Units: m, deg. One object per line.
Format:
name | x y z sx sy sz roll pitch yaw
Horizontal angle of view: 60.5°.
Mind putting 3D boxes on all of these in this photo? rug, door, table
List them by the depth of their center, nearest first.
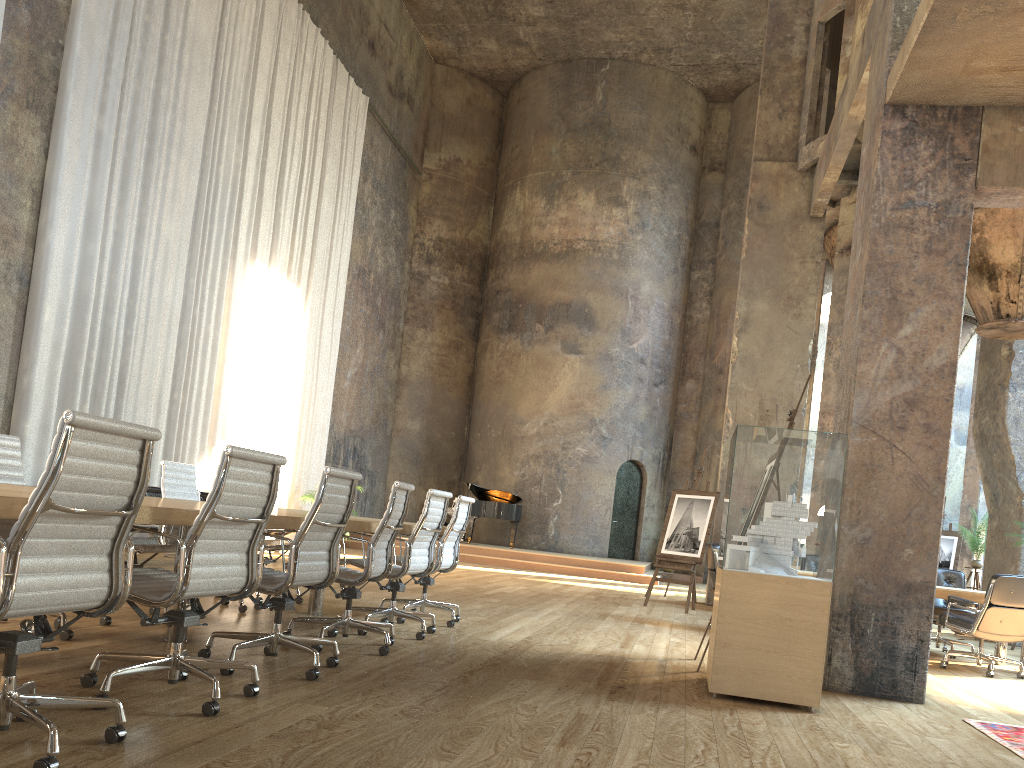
table | -1.984 0.902 4.120 1.597 0.752 7.812 5 -9 12
rug | 3.698 1.933 4.253 2.456 0.009 1.363 4 -9 12
table | 3.829 2.292 8.560 2.404 0.695 1.118 5 -7 12
door | 2.578 2.873 20.143 0.910 2.282 0.091 8 -2 -30

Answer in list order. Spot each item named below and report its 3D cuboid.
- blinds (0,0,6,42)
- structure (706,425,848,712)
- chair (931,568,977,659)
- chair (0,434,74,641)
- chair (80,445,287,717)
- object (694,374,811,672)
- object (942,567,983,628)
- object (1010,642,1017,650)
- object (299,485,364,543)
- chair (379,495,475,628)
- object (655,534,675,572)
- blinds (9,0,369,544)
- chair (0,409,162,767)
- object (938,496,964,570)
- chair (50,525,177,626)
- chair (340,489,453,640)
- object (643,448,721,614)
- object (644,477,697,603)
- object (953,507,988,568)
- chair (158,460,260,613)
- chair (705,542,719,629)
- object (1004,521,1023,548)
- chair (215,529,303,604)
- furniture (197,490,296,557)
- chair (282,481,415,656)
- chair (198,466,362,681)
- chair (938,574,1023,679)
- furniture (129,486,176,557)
blinds | -5.667 -3.468 4.563 0.274 8.584 7.919 6 -5 13
structure | 1.546 1.082 5.244 0.593 1.537 0.750 6 -3 12
chair | 4.487 2.374 9.207 0.727 0.886 0.831 5 -5 13
chair | -2.551 0.780 4.570 0.696 1.019 0.673 5 -4 20
chair | -1.342 0.748 3.527 0.696 1.019 0.673 5 -4 20
object | 1.729 0.971 6.129 0.683 2.133 0.707 6 -2 11
object | 6.955 3.247 13.188 0.657 0.966 0.576 6 -3 6
object | 6.545 2.804 10.709 0.666 0.966 0.569 10 -5 -42
object | -3.171 2.253 15.526 1.091 1.447 1.139 6 -4 3
chair | -0.692 1.377 6.999 0.696 1.019 0.673 5 -4 17
object | 3.715 3.855 20.296 0.908 0.984 0.919 4 -5 23
blinds | -3.991 -1.923 13.039 0.274 8.584 7.919 6 -5 13
chair | -1.514 0.587 2.645 0.696 1.019 0.673 5 -4 17
object | 6.949 2.877 14.391 0.698 2.133 0.692 5 -3 41
chair | -2.380 0.941 5.452 0.696 1.019 0.673 5 -4 17
chair | -0.825 1.225 6.145 0.696 1.019 0.673 5 -4 20
object | 2.262 1.843 11.199 0.698 2.133 0.691 4 -3 44
object | 2.526 2.173 13.072 0.681 2.133 0.709 5 -3 38
object | 7.010 2.309 13.248 0.685 0.933 0.870 4 -6 32
chair | -2.204 1.105 6.352 0.697 1.019 0.673 5 -4 15
chair | 2.327 2.081 8.881 0.819 0.886 0.737 6 -5 8
object | 6.513 1.868 10.840 0.856 0.934 0.696 5 -4 14
chair | 0.737 1.488 6.661 12.917 1.023 31.902 4 -9 12
furniture | -3.539 1.950 11.990 0.706 0.835 1.895 5 -8 12
chair | -0.982 1.072 5.303 0.697 1.019 0.672 6 -4 11
chair | -1.169 0.905 4.390 0.696 1.019 0.673 5 -4 17
chair | 4.203 2.114 7.785 0.732 0.886 0.825 8 -5 -14
furniture | -4.002 1.524 9.648 0.706 0.835 1.895 5 -8 12
